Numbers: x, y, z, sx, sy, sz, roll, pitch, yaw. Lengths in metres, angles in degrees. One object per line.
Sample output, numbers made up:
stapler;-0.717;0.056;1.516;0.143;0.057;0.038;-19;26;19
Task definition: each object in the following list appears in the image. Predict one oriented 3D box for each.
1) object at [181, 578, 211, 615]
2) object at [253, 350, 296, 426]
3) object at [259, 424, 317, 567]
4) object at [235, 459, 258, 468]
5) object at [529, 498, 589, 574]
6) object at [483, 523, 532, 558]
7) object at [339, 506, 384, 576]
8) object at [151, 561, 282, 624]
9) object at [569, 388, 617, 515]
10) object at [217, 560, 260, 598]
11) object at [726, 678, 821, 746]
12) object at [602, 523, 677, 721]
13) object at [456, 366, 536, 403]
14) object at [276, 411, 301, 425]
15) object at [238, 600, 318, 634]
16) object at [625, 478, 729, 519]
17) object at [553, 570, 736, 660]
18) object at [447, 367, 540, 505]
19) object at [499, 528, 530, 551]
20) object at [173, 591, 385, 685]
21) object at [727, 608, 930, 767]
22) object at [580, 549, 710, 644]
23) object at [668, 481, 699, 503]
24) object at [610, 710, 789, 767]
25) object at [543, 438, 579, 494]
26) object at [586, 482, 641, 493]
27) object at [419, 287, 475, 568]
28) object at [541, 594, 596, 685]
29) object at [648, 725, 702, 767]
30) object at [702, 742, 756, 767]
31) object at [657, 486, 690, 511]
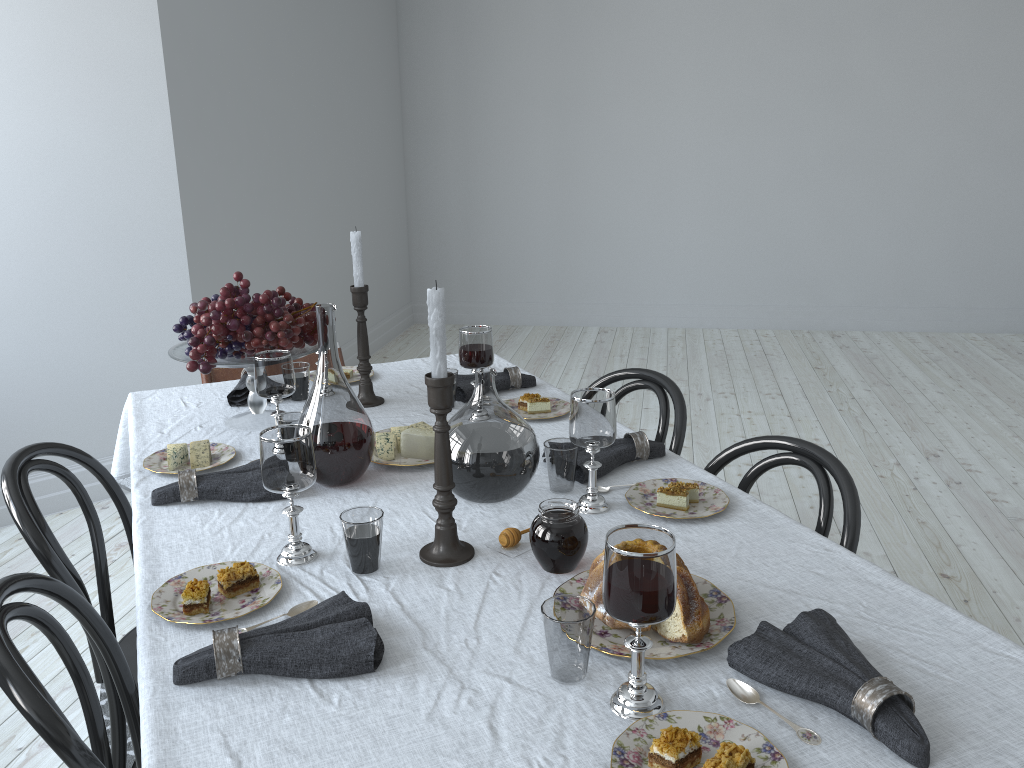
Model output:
object;-0.452;0.304;1.271;0.036;0.039;0.051;-5;16;-12
object;-0.502;0.040;1.895;0.083;0.215;0.083;0;16;5
object;-0.347;0.177;1.395;0.083;0.215;0.083;3;16;14
object;-0.559;0.171;1.804;0.131;0.012;0.031;-13;19;-36
object;0.072;0.234;1.364;0.091;0.101;0.091;-12;19;-33
object;0.030;0.253;1.472;0.075;0.009;0.150;14;22;43
object;-0.228;0.244;1.365;0.066;0.094;0.066;-1;16;-1
object;-0.431;0.308;1.301;0.182;0.013;0.182;2;16;10
object;0.142;0.120;1.563;0.083;0.215;0.083;3;16;14
object;-0.408;0.288;1.320;0.057;0.041;0.038;-13;20;-36
object;0.299;0.373;1.017;0.031;0.012;0.131;-13;19;-36
object;0.145;0.274;1.012;0.083;0.215;0.083;3;16;14
object;-0.077;-0.013;2.341;0.247;0.061;0.165;-14;20;-39
object;-0.455;0.111;1.855;0.066;0.094;0.066;5;17;21
object;-0.330;0.327;1.230;0.131;0.012;0.031;-13;19;-36
object;0.297;0.210;1.600;0.182;0.013;0.182;6;17;24
object;0.180;0.316;1.226;0.251;0.018;0.251;2;16;10
object;-0.047;0.092;1.621;0.194;0.245;0.194;-3;16;-6
object;0.043;0.235;1.483;0.031;0.031;0.167;14;22;43
object;-0.279;0.335;1.114;0.247;0.061;0.165;-14;20;-39
object;0.407;0.338;1.053;0.165;0.061;0.247;-14;20;-39
object;0.189;0.274;1.220;0.191;0.105;0.164;8;18;28
object;0.309;0.196;1.603;0.057;0.037;0.021;-1;16;1
object;0.194;0.402;0.922;0.182;0.013;0.182;2;16;10
object;0.093;0.155;1.659;0.066;0.094;0.066;-1;16;-1
object;0.199;0.192;1.673;0.131;0.012;0.031;-7;17;-21
object;-0.108;0.066;1.365;0.089;0.432;0.089;9;18;31
object;0.069;0.316;1.086;0.066;0.094;0.066;-1;16;-1
object;0.173;0.385;0.936;0.051;0.039;0.036;-14;20;-38
object;0.220;0.391;0.905;0.038;0.041;0.057;13;21;42
object;0.287;0.203;1.579;0.057;0.037;0.021;7;18;27
